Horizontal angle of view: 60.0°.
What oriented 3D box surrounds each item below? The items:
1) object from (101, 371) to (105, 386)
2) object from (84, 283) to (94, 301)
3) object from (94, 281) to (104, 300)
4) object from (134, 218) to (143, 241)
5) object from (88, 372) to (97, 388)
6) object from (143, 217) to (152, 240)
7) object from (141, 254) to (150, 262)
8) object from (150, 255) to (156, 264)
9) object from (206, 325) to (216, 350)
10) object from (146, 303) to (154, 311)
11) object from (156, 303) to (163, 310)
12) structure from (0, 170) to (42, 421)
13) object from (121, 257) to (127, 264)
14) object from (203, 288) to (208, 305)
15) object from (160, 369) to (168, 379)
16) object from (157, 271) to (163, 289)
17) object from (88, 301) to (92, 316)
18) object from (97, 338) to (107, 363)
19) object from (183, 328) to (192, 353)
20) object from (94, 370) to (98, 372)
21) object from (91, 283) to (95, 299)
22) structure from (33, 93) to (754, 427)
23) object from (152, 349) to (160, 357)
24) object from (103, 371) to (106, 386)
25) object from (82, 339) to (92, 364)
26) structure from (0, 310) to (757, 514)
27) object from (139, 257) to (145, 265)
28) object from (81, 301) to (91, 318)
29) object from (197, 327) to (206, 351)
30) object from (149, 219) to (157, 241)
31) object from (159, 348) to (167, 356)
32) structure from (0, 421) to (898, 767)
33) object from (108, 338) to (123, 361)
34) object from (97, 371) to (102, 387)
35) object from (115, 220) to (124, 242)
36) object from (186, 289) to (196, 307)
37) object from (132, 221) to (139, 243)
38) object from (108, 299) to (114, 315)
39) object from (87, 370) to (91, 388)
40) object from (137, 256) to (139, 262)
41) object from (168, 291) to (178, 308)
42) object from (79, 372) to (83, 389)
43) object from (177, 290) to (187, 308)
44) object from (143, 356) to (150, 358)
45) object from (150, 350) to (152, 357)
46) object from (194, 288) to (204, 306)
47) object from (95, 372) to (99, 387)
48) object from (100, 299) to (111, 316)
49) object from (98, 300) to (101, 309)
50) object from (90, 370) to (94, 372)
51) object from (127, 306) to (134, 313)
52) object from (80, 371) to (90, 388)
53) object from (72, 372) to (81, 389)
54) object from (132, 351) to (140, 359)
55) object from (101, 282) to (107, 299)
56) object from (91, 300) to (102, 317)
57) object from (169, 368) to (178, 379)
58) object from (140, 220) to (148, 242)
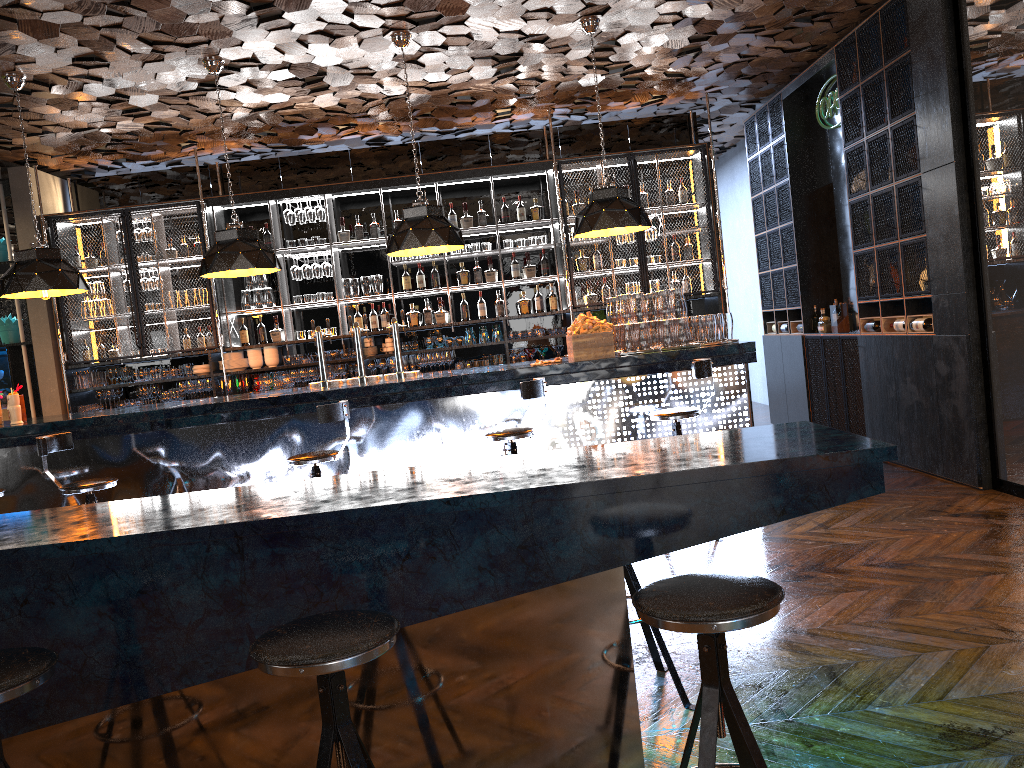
[{"bbox_3d":[-4.209,-0.053,9.092,0.051,0.152,0.058,-5,4,25],"label":"object"},{"bbox_3d":[-4.336,-0.943,9.071,0.092,0.182,0.092,-7,3,-6],"label":"object"},{"bbox_3d":[-4.235,-0.955,9.081,0.092,0.182,0.092,-7,3,-6],"label":"object"},{"bbox_3d":[-3.788,-1.565,8.981,0.081,0.213,0.081,-6,3,5],"label":"object"},{"bbox_3d":[-4.216,-0.042,8.913,0.051,0.152,0.058,-6,3,4],"label":"object"},{"bbox_3d":[-3.698,-1.575,8.983,0.081,0.213,0.081,-6,3,5],"label":"object"},{"bbox_3d":[-3.724,-1.275,9.014,0.077,0.080,0.077,-4,4,34],"label":"object"},{"bbox_3d":[-3.702,-1.286,9.175,0.077,0.080,0.077,-4,4,34],"label":"object"},{"bbox_3d":[-3.110,-0.474,9.145,0.075,0.260,0.075,-9,4,-42],"label":"object"},{"bbox_3d":[-3.677,-0.780,9.018,0.077,0.080,0.077,-7,3,-5],"label":"object"},{"bbox_3d":[-3.641,-0.793,9.177,0.077,0.080,0.077,-7,3,-5],"label":"object"},{"bbox_3d":[-6.866,-0.206,9.047,4.269,3.734,0.705,-7,3,-1],"label":"structure"},{"bbox_3d":[-3.955,-1.252,9.073,0.077,0.080,0.077,-7,3,-10],"label":"object"},{"bbox_3d":[-3.184,-0.895,9.157,0.092,0.182,0.092,-7,3,-6],"label":"object"},{"bbox_3d":[-3.502,-0.096,8.924,0.078,0.103,0.078,-4,4,42],"label":"object"},{"bbox_3d":[-3.646,-1.086,9.155,0.081,0.213,0.081,-6,3,5],"label":"object"},{"bbox_3d":[-4.378,-0.761,9.183,0.092,0.182,0.092,-7,3,-6],"label":"object"},{"bbox_3d":[-4.211,-0.346,9.094,0.075,0.260,0.075,-4,4,33],"label":"object"},{"bbox_3d":[-3.350,-0.446,9.139,0.075,0.261,0.075,-9,4,-42],"label":"object"},{"bbox_3d":[-4.316,-0.058,9.183,0.067,0.174,0.067,-4,4,39],"label":"object"},{"bbox_3d":[-4.343,-0.948,9.169,0.092,0.182,0.092,-7,3,-6],"label":"object"},{"bbox_3d":[-1.189,-0.755,8.989,6.750,3.553,1.143,-7,3,-1],"label":"structure"},{"bbox_3d":[-3.670,-0.320,9.152,0.077,0.080,0.077,-9,4,-35],"label":"object"},{"bbox_3d":[-4.226,-0.054,9.151,0.051,0.152,0.058,-5,4,23],"label":"object"},{"bbox_3d":[-4.378,-0.328,9.118,0.075,0.261,0.075,-9,4,-42],"label":"object"},{"bbox_3d":[-1.315,0.339,6.564,6.009,1.685,1.214,-7,3,-1],"label":"structure"},{"bbox_3d":[-3.810,-1.273,9.162,0.077,0.080,0.077,-9,4,-35],"label":"object"},{"bbox_3d":[-4.365,-0.757,9.081,0.092,0.182,0.092,-7,3,-6],"label":"object"},{"bbox_3d":[-3.214,-0.464,9.164,0.075,0.260,0.075,-9,4,-42],"label":"object"},{"bbox_3d":[-3.702,-1.583,9.127,0.081,0.213,0.081,-6,3,5],"label":"object"},{"bbox_3d":[-3.577,-0.327,9.099,0.077,0.080,0.077,-7,3,-13],"label":"object"},{"bbox_3d":[-1.394,0.918,2.646,4.941,0.998,0.673,-7,3,-1],"label":"structure"},{"bbox_3d":[-4.074,-0.354,9.107,0.108,0.244,0.108,-6,3,12],"label":"object"},{"bbox_3d":[-4.210,-0.049,9.033,0.058,0.152,0.051,-9,4,-40],"label":"object"},{"bbox_3d":[-3.969,-1.544,8.977,0.081,0.213,0.081,-6,3,5],"label":"object"},{"bbox_3d":[-3.286,-0.879,9.081,0.092,0.182,0.092,-7,3,-6],"label":"object"},{"bbox_3d":[-3.878,-1.563,9.123,0.081,0.213,0.081,-6,3,5],"label":"object"},{"bbox_3d":[-4.176,-0.783,9.172,0.092,0.182,0.092,-7,3,-6],"label":"object"},{"bbox_3d":[-4.309,-0.048,9.006,0.067,0.174,0.067,-5,4,24],"label":"object"},{"bbox_3d":[-3.850,-1.263,9.055,0.077,0.080,0.077,-4,4,34],"label":"object"},{"bbox_3d":[-3.451,-0.859,9.054,0.092,0.182,0.092,-7,3,-6],"label":"object"},{"bbox_3d":[-4.378,-0.040,8.992,0.067,0.174,0.067,-4,4,39],"label":"object"},{"bbox_3d":[-3.399,-0.871,9.156,0.092,0.182,0.092,-7,3,-6],"label":"object"},{"bbox_3d":[-3.744,-0.306,9.065,0.077,0.080,0.077,-7,3,-15],"label":"object"},{"bbox_3d":[-3.785,-0.311,9.224,0.077,0.080,0.077,-4,4,38],"label":"object"},{"bbox_3d":[-3.192,-0.889,9.062,0.092,0.182,0.092,-7,3,-6],"label":"object"},{"bbox_3d":[-4.213,-0.046,8.973,0.058,0.152,0.051,-6,3,3],"label":"object"},{"bbox_3d":[-4.162,-0.779,9.075,0.092,0.182,0.092,-7,3,-6],"label":"object"},{"bbox_3d":[-4.271,-0.773,9.179,0.092,0.182,0.092,-7,3,-6],"label":"object"},{"bbox_3d":[-4.314,-0.053,9.096,0.067,0.174,0.067,-9,4,-40],"label":"object"},{"bbox_3d":[-3.904,-0.759,9.105,0.077,0.080,0.077,-6,3,11],"label":"object"},{"bbox_3d":[-4.299,-0.045,8.930,0.067,0.174,0.067,-4,4,38],"label":"object"},{"bbox_3d":[-4.378,-0.035,8.917,0.067,0.174,0.067,-6,3,7],"label":"object"},{"bbox_3d":[-3.848,-0.295,9.075,0.077,0.080,0.077,-4,4,38],"label":"object"},{"bbox_3d":[-4.241,-0.959,9.161,0.092,0.182,0.092,-7,3,-6],"label":"object"},{"bbox_3d":[-4.262,-0.768,9.084,0.092,0.182,0.092,-7,3,-6],"label":"object"},{"bbox_3d":[-3.403,-0.106,8.919,0.078,0.099,0.078,-9,4,-34],"label":"object"},{"bbox_3d":[-3.792,-1.572,9.125,0.081,0.213,0.081,-6,3,5],"label":"object"}]
